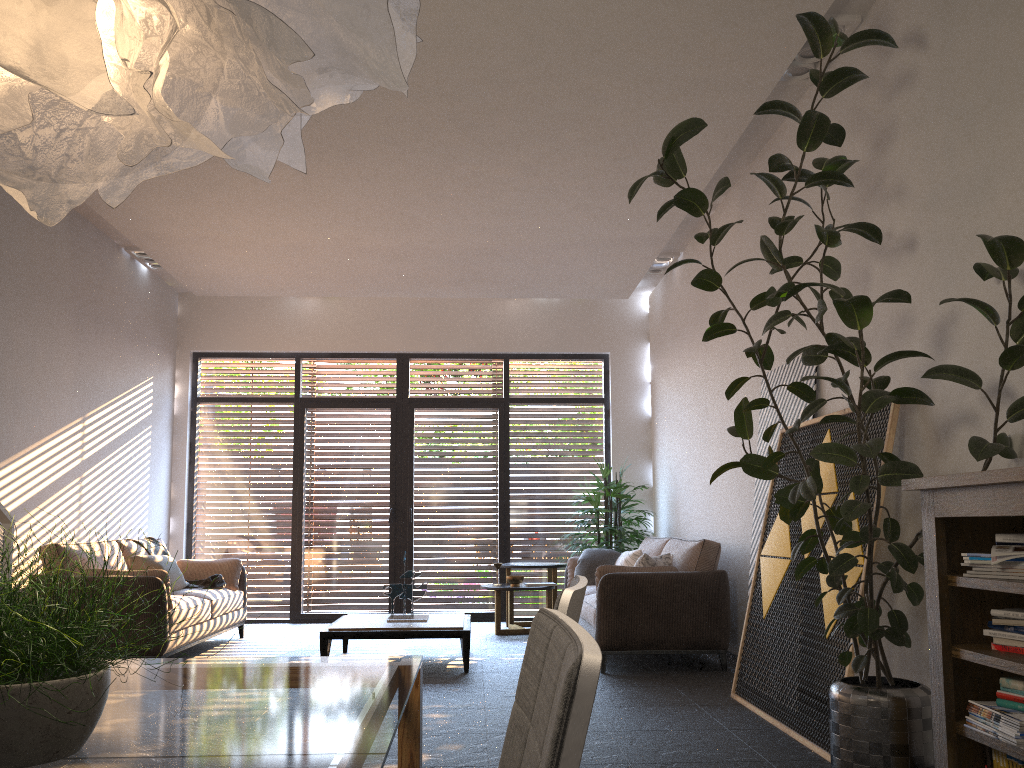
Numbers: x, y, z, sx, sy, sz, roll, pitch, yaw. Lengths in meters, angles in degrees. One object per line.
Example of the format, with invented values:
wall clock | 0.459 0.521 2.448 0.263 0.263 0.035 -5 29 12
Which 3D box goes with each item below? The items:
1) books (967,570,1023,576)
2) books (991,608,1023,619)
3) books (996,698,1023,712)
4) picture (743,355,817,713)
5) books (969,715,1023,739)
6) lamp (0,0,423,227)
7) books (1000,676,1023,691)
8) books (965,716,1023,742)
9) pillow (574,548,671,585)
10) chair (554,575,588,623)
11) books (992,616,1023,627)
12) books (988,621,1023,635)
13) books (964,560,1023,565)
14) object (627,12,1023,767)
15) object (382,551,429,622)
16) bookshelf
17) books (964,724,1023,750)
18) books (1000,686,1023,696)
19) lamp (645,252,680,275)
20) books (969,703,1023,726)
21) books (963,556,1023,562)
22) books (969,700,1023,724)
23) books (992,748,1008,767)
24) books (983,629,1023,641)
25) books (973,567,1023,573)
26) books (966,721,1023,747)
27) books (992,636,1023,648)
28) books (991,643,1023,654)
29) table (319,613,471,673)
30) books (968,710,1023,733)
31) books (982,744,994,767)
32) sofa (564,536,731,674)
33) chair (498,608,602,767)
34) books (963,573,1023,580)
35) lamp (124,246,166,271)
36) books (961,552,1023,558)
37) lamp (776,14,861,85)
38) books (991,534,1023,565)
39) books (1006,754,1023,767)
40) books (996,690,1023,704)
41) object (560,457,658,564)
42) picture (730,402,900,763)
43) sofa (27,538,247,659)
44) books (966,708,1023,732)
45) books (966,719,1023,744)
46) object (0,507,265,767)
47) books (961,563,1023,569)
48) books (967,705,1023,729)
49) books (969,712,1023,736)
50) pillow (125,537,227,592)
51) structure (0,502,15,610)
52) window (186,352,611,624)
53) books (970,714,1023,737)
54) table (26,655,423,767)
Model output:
books | 1.640 0.588 2.753 0.253 0.011 0.320 6 -11 -33
books | 1.645 0.724 2.777 0.155 0.020 0.206 3 -10 -17
books | 1.634 0.977 2.674 0.175 0.023 0.251 3 -10 -22
picture | 1.619 0.864 5.390 0.207 2.007 0.964 0 -7 -3
books | 1.566 1.039 2.688 0.218 0.008 0.290 -1 -9 3
lamp | -0.684 -2.803 1.519 1.118 5.181 1.068 -1 -6 8
books | 1.652 0.914 2.677 0.194 0.028 0.247 4 -10 -22
books | 1.560 1.045 2.688 0.218 0.013 0.307 -1 -9 2
pillow | 0.893 1.544 7.327 0.618 0.340 1.906 0 -9 -2
chair | -0.166 0.805 1.533 0.601 0.914 0.478 -1 -7 7
books | 1.641 0.745 2.780 0.222 0.023 0.148 -7 -12 38
books | 1.641 0.769 2.785 0.162 0.022 0.233 0 -9 -2
books | 1.640 0.558 2.768 0.253 0.011 0.320 5 -11 -31
object | 1.306 -0.008 3.614 0.908 3.180 2.022 3 -8 -25
object | -1.469 -1.090 2.765 0.365 4.445 8.966 -1 -9 9
bookshelf | 1.633 0.762 2.093 0.451 1.164 1.932 0 -8 -3
books | 1.561 1.067 2.685 0.218 0.008 0.307 0 -9 -3
books | 1.652 0.935 2.673 0.193 0.014 0.257 2 -9 -14
lamp | 1.426 -1.177 8.562 0.253 0.066 0.649 0 -9 -3
books | 1.568 1.001 2.684 0.218 0.007 0.307 -1 -9 2
books | 1.646 0.551 2.787 0.253 0.011 0.320 5 -11 -31
books | 1.567 0.992 2.683 0.218 0.013 0.307 -1 -9 2
books | 1.645 1.259 2.825 0.171 0.233 0.101 0 -7 -3
books | 1.644 0.788 2.775 0.174 0.019 0.245 3 -10 -17
books | 1.649 0.575 2.739 0.253 0.011 0.320 6 -11 -35
books | 1.561 1.060 2.687 0.218 0.007 0.307 -1 -9 2
books | 1.645 0.808 2.768 0.155 0.022 0.206 4 -10 -22
books | 1.651 0.829 2.766 0.159 0.021 0.225 3 -10 -17
table | -0.836 1.943 6.699 1.049 0.305 1.123 0 -9 -3
books | 1.564 1.023 2.685 0.218 0.008 0.290 0 -9 1
books | 1.641 1.266 2.894 0.171 0.239 0.085 0 -6 -3
sofa | 1.022 1.722 7.276 0.993 0.913 2.337 0 -9 -3
chair | -0.226 0.688 0.798 0.601 0.914 0.478 0 -7 -2
books | 1.633 0.600 2.761 0.253 0.011 0.320 5 -10 -29
lamp | -3.397 -1.192 8.340 0.253 0.066 0.649 0 -9 -3
books | 1.647 0.541 2.797 0.253 0.011 0.320 4 -10 -26
lamp | 1.602 -1.792 4.737 0.253 0.066 0.649 0 -9 -3
books | 1.659 0.516 2.719 0.323 0.108 0.274 -6 -10 32
books | 1.648 1.245 2.744 0.171 0.234 0.108 0 -7 -3
books | 1.634 0.955 2.676 0.175 0.023 0.251 3 -9 -17
object | 0.982 1.584 8.933 0.980 1.712 0.917 5 -8 -37
picture | 1.520 0.951 4.606 0.386 1.595 1.507 0 -8 -3
sofa | -2.886 1.710 7.097 0.993 0.913 2.337 0 -9 -3
books | 1.562 1.015 2.683 0.218 0.007 0.307 0 -9 1
books | 1.561 1.053 2.686 0.218 0.008 0.307 -1 -9 2
object | -0.651 0.327 1.184 0.531 0.365 0.672 1 -8 -7
books | 1.637 0.571 2.783 0.253 0.011 0.320 3 -10 -21
books | 1.564 1.008 2.683 0.218 0.007 0.307 0 -9 1
books | 1.567 1.027 2.681 0.218 0.006 0.307 -1 -9 2
pillow | -3.090 1.670 7.594 0.956 0.703 1.024 -3 -9 21
structure | -1.106 -3.070 0.518 4.234 8.258 8.517 0 -8 -3
window | -1.203 1.094 9.759 4.941 3.010 0.462 0 -6 -3
books | 1.567 1.034 2.689 0.218 0.008 0.290 -1 -9 3
table | -0.663 0.842 1.117 0.997 0.710 1.812 0 -9 -3
